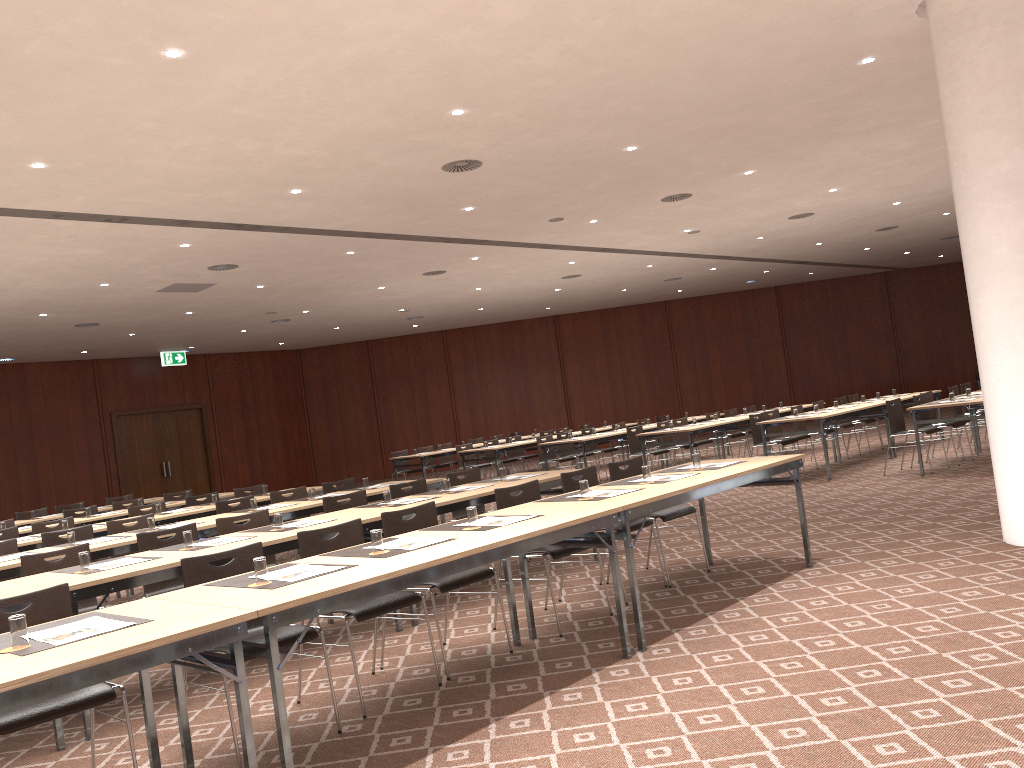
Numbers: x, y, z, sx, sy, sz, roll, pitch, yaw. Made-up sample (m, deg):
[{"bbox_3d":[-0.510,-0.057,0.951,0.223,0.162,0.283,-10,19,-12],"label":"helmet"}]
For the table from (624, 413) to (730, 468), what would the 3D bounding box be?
[{"bbox_3d":[3.168,1.116,16.907,0.954,0.833,2.266,-9,-2,44],"label":"table"}]

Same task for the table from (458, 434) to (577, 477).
[{"bbox_3d":[0.180,1.512,16.643,0.954,0.833,2.266,-9,-2,44],"label":"table"}]

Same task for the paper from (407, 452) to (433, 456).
[{"bbox_3d":[-1.837,1.394,17.667,0.566,0.003,0.460,-9,-2,41],"label":"paper"}]

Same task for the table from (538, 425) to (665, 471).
[{"bbox_3d":[1.612,1.277,15.264,0.954,0.833,2.266,-9,-2,44],"label":"table"}]

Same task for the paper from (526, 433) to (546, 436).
[{"bbox_3d":[0.585,1.144,20.215,0.566,0.003,0.460,-9,-2,44],"label":"paper"}]

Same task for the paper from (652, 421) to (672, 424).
[{"bbox_3d":[3.007,0.720,17.023,0.566,0.003,0.460,-9,-2,44],"label":"paper"}]

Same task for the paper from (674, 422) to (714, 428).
[{"bbox_3d":[2.873,0.646,14.002,0.566,0.003,0.460,-9,-2,44],"label":"paper"}]

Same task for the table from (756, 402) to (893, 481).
[{"bbox_3d":[4.474,0.806,12.505,0.954,0.833,2.266,-9,-2,44],"label":"table"}]

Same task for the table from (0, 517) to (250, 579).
[{"bbox_3d":[-3.310,1.695,7.177,0.954,0.833,2.266,-9,-2,44],"label":"table"}]

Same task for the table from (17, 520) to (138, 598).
[{"bbox_3d":[-4.742,1.931,8.556,0.954,0.833,2.266,-9,-2,44],"label":"table"}]

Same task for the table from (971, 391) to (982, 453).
[{"bbox_3d":[7.462,0.410,12.769,0.954,0.833,2.266,-9,-2,44],"label":"table"}]

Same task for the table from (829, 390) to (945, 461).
[{"bbox_3d":[6.030,0.646,14.148,0.954,0.833,2.266,-9,-2,44],"label":"table"}]

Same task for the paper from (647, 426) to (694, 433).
[{"bbox_3d":[2.426,0.692,13.529,0.566,0.003,0.460,-9,-2,43],"label":"paper"}]

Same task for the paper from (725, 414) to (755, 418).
[{"bbox_3d":[3.968,0.533,15.164,0.566,0.003,0.460,-9,-2,42],"label":"paper"}]

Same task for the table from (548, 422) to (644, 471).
[{"bbox_3d":[1.737,1.352,18.287,0.954,0.833,2.266,-9,-2,44],"label":"table"}]

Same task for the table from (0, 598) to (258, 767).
[{"bbox_3d":[-2.004,1.385,2.775,0.954,0.833,2.266,-9,-2,44],"label":"table"}]

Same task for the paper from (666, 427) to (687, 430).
[{"bbox_3d":[2.499,0.678,13.514,0.398,0.006,0.283,-9,-2,43],"label":"paper"}]

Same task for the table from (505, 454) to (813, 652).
[{"bbox_3d":[1.108,1.064,6.061,0.954,0.833,2.266,-9,-2,44],"label":"table"}]

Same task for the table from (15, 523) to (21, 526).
[{"bbox_3d":[-7.604,2.401,11.315,0.954,0.833,2.266,-9,-2,44],"label":"table"}]

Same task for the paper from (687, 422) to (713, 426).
[{"bbox_3d":[2.954,0.631,13.994,0.398,0.006,0.283,-9,-2,42],"label":"paper"}]

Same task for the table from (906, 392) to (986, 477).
[{"bbox_3d":[5.905,0.570,11.126,0.954,0.833,2.266,-9,-2,44],"label":"table"}]

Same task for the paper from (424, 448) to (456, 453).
[{"bbox_3d":[-1.437,1.354,18.133,0.460,0.003,0.566,-6,-2,-43],"label":"paper"}]

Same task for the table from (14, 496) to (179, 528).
[{"bbox_3d":[-6.048,2.241,12.958,0.954,0.833,2.266,-9,-2,44],"label":"table"}]

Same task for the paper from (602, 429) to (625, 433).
[{"bbox_3d":[1.894,0.834,15.840,0.566,0.003,0.460,-9,-2,43],"label":"paper"}]

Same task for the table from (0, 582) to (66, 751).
[{"bbox_3d":[-3.435,1.620,4.154,0.954,0.833,2.266,-9,-2,44],"label":"table"}]

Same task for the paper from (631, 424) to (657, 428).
[{"bbox_3d":[2.574,0.763,16.529,0.566,0.003,0.460,-9,-2,43],"label":"paper"}]

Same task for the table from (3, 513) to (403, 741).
[{"bbox_3d":[-1.879,1.460,5.797,0.954,0.833,2.266,-9,-2,44],"label":"table"}]

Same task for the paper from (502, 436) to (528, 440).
[{"bbox_3d":[0.145,1.190,19.759,0.566,0.003,0.460,-9,-2,44],"label":"paper"}]

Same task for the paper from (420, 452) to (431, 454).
[{"bbox_3d":[-1.775,1.381,17.634,0.398,0.006,0.283,-9,-2,44],"label":"paper"}]

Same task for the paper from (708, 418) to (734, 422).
[{"bbox_3d":[3.398,0.584,14.432,0.398,0.006,0.283,-9,-2,43],"label":"paper"}]

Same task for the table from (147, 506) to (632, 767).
[{"bbox_3d":[-0.448,1.225,4.418,0.954,0.833,2.266,-9,-2,44],"label":"table"}]

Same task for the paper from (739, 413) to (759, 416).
[{"bbox_3d":[4.067,0.516,15.162,0.398,0.006,0.283,-9,-2,43],"label":"paper"}]

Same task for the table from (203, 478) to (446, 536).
[{"bbox_3d":[-1.754,1.535,8.820,0.954,0.833,2.266,-9,-2,44],"label":"table"}]

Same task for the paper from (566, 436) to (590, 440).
[{"bbox_3d":[1.081,0.912,14.907,0.398,0.006,0.283,-9,-2,44],"label":"paper"}]

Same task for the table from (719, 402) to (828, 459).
[{"bbox_3d":[4.599,0.881,15.528,0.954,0.833,2.266,-9,-2,44],"label":"table"}]

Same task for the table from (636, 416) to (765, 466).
[{"bbox_3d":[3.043,1.041,13.885,0.954,0.833,2.266,-9,-2,44],"label":"table"}]

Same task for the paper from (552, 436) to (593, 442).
[{"bbox_3d":[0.993,0.927,14.874,0.460,0.003,0.566,-6,-2,-45],"label":"paper"}]

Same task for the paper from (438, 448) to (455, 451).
[{"bbox_3d":[-1.346,1.337,18.117,0.398,0.006,0.283,-9,-2,41],"label":"paper"}]

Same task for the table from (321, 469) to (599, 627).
[{"bbox_3d":[-0.323,1.300,7.440,0.954,0.833,2.266,-9,-2,44],"label":"table"}]

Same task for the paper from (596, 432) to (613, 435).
[{"bbox_3d":[1.534,0.864,15.359,0.283,0.006,0.398,-6,-2,-45],"label":"paper"}]

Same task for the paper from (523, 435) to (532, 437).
[{"bbox_3d":[0.227,1.175,19.763,0.398,0.006,0.283,-9,-2,40],"label":"paper"}]

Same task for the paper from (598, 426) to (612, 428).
[{"bbox_3d":[2.014,0.911,18.892,0.566,0.003,0.460,-9,-2,43],"label":"paper"}]

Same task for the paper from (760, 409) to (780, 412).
[{"bbox_3d":[4.525,0.468,15.612,0.283,0.006,0.398,-6,-2,-44],"label":"paper"}]

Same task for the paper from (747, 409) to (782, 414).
[{"bbox_3d":[4.452,0.482,15.616,0.460,0.003,0.566,-6,-2,-43],"label":"paper"}]

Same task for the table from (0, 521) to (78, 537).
[{"bbox_3d":[-6.173,2.166,9.936,0.954,0.833,2.266,-9,-2,44],"label":"table"}]

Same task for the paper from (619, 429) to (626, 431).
[{"bbox_3d":[1.987,0.817,15.824,0.398,0.006,0.283,-9,-2,43],"label":"paper"}]

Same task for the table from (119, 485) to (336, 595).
[{"bbox_3d":[-3.185,1.770,10.199,0.954,0.833,2.266,-9,-2,44],"label":"table"}]

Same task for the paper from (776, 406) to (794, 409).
[{"bbox_3d":[4.982,0.420,16.081,0.398,0.006,0.283,-9,-2,43],"label":"paper"}]

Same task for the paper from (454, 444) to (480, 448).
[{"bbox_3d":[-0.956,1.303,18.602,0.566,0.003,0.460,-9,-2,44],"label":"paper"}]

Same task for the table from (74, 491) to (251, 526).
[{"bbox_3d":[-4.617,2.006,11.579,0.954,0.833,2.266,-9,-2,44],"label":"table"}]

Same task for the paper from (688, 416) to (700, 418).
[{"bbox_3d":[3.527,0.659,17.473,0.398,0.006,0.283,-9,-2,43],"label":"paper"}]

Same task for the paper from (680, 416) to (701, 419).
[{"bbox_3d":[3.462,0.673,17.515,0.566,0.003,0.460,-9,-2,42],"label":"paper"}]

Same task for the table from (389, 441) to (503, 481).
[{"bbox_3d":[-1.251,1.747,18.023,0.954,0.833,2.266,-9,-2,44],"label":"table"}]

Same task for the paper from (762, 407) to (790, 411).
[{"bbox_3d":[4.878,0.439,16.108,0.566,0.003,0.460,-9,-2,44],"label":"paper"}]

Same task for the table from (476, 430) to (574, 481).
[{"bbox_3d":[0.305,1.587,19.666,0.954,0.833,2.266,-9,-2,44],"label":"table"}]

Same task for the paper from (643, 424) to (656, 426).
[{"bbox_3d":[2.643,0.750,16.531,0.283,0.006,0.398,-6,-2,-44],"label":"paper"}]

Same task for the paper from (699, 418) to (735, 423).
[{"bbox_3d":[3.345,0.596,14.465,0.460,0.003,0.566,-6,-2,-45],"label":"paper"}]

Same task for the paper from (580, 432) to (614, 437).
[{"bbox_3d":[1.463,0.878,15.366,0.566,0.003,0.460,-9,-2,40],"label":"paper"}]
